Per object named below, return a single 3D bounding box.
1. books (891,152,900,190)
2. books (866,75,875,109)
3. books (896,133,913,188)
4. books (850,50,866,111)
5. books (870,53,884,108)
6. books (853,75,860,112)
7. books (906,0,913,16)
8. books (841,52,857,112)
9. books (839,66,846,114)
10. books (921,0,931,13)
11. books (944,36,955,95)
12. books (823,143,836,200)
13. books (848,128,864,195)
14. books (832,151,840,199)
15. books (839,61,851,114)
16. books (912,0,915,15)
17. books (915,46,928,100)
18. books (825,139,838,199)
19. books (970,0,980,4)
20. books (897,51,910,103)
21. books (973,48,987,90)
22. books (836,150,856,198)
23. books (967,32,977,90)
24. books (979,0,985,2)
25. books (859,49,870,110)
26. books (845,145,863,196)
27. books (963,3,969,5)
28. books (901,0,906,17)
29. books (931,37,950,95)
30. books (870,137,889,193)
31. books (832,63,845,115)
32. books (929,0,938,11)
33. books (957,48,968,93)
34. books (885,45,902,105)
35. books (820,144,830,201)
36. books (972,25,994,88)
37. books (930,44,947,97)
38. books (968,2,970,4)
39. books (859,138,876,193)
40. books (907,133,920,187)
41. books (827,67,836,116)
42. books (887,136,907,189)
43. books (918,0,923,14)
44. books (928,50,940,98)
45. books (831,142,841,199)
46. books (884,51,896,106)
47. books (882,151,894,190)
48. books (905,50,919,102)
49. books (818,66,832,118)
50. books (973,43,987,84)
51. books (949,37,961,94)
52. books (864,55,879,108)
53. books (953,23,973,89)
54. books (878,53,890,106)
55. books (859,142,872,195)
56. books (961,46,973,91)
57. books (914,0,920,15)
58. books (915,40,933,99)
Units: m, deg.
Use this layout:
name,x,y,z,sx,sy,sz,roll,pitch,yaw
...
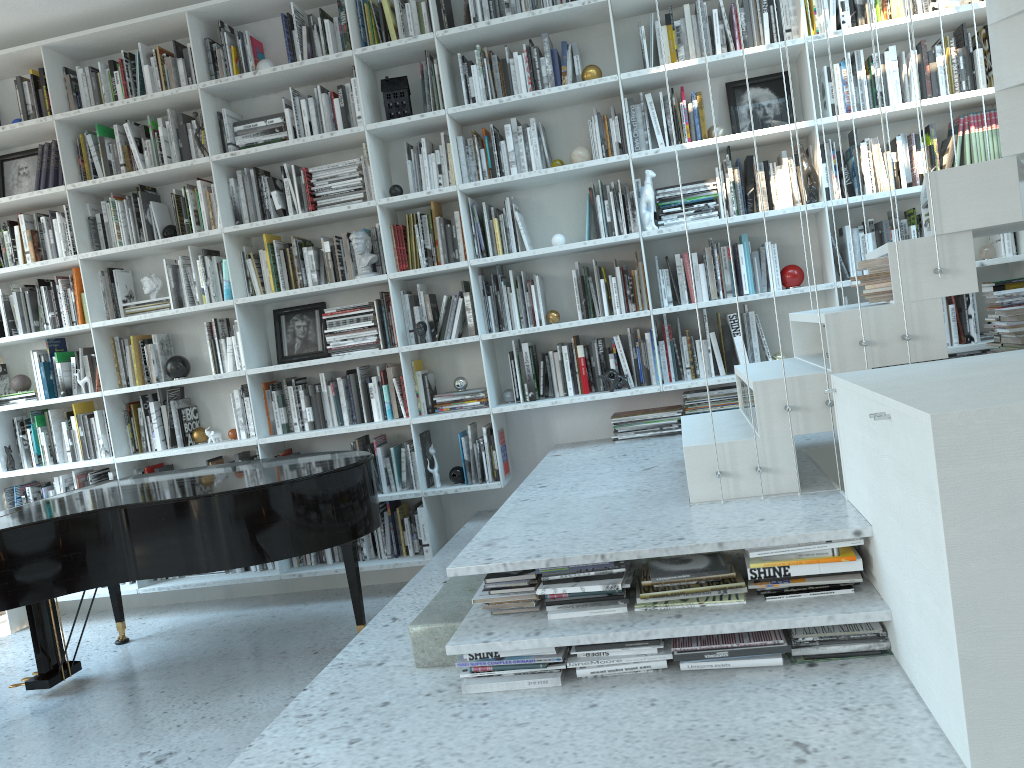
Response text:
name,x,y,z,sx,sy,sz,roll,pitch,yaw
books,1.777,-0.981,4.158,0.030,0.184,0.137,-8,4,11
books,1.658,-1.333,4.146,0.027,0.179,0.156,-8,4,11
books,1.820,-1.024,4.140,0.029,0.259,0.171,-8,4,11
books,1.614,-1.386,4.146,0.022,0.297,0.162,-8,4,11
books,1.688,-1.383,4.131,0.025,0.271,0.152,-8,4,11
books,1.598,-1.332,4.160,0.028,0.192,0.136,-8,4,11
books,1.796,-1.742,4.065,0.023,0.220,0.171,-8,4,11
books,1.565,-1.373,4.130,0.014,0.286,0.185,-8,4,11
books,1.534,-1.346,4.159,0.012,0.239,0.172,-8,4,11
books,1.877,-1.735,4.071,0.034,0.183,0.156,-8,4,11
books,1.980,-1.426,4.063,0.013,0.277,0.187,-8,4,11
books,1.490,-0.988,4.193,0.025,0.277,0.160,-8,4,11
books,1.623,-1.029,4.180,0.012,0.322,0.141,-8,4,11
books,1.522,-0.973,4.204,0.010,0.239,0.147,-8,4,11
books,1.550,-1.357,4.148,0.026,0.256,0.173,-8,4,11
books,1.808,-1.782,4.067,0.010,0.295,0.165,-8,4,11
books,1.868,-1.401,4.089,0.023,0.258,0.183,-8,4,11
books,1.509,-0.999,4.203,0.010,0.293,0.164,-8,4,11
books,2.069,-1.799,4.025,0.029,0.258,0.163,-8,4,11
books,1.810,-1.392,4.115,0.012,0.254,0.160,-8,4,11
books,2.107,-1.402,4.038,0.029,0.195,0.192,-8,4,11
books,1.571,-0.980,4.203,0.066,0.237,0.144,-8,4,11
books,2.083,-1.444,4.055,0.013,0.283,0.149,-8,4,11
books,2.103,-1.798,4.018,0.040,0.247,0.159,-8,4,11
books,1.628,-1.386,4.132,0.012,0.293,0.165,-8,4,11
books,1.609,-0.986,4.168,0.022,0.243,0.170,-8,4,11
books,2.023,-1.770,4.026,0.023,0.214,0.180,-8,4,11
books,1.776,-1.738,4.084,0.024,0.217,0.167,-8,4,11
books,1.968,-1.427,4.069,0.012,0.283,0.151,-8,4,11
books,1.704,-1.009,4.147,0.056,0.262,0.176,-8,4,11
books,1.514,-1.347,4.144,0.023,0.248,0.182,-8,4,11
books,1.895,-1.776,4.044,0.022,0.261,0.160,-8,4,11
books,2.031,-1.400,4.052,0.025,0.212,0.188,-8,4,11
books,1.758,-1.399,4.109,0.030,0.284,0.166,-8,4,11
books,1.466,-0.982,4.199,0.026,0.273,0.158,-8,4,11
books,2.154,-1.458,4.029,0.042,0.292,0.186,-8,4,11
books,1.954,-1.411,4.082,0.025,0.253,0.159,-8,4,11
books,2.049,-1.782,4.045,0.023,0.228,0.131,-8,4,11
books,1.668,-1.006,4.166,0.022,0.266,0.157,-8,4,11
books,1.864,-1.028,4.140,0.012,0.254,0.160,-8,4,11
books,1.495,-1.347,4.176,0.026,0.250,0.160,-8,4,11
books,1.794,-1.014,4.135,0.022,0.247,0.181,-8,4,11
books,1.842,-1.780,4.074,0.024,0.281,0.153,-8,4,11
books,1.931,-1.400,4.098,0.028,0.237,0.145,-8,4,11
books,1.531,-0.995,4.210,0.010,0.279,0.147,-8,4,11
books,1.733,-1.385,4.110,0.022,0.263,0.172,-8,4,11
books,1.747,-0.978,4.142,0.023,0.189,0.169,-8,4,11
books,1.835,-1.390,4.090,0.045,0.245,0.177,-8,4,11
books,1.473,-1.345,4.168,0.012,0.254,0.160,-8,4,11
books,2.136,-1.425,4.066,0.024,0.230,0.130,-8,4,11
books,2.001,-1.424,4.057,0.028,0.268,0.173,-8,4,11
books,1.669,-1.375,4.126,0.013,0.260,0.158,-8,4,11
books,2.069,-1.466,4.064,0.013,0.330,0.140,-8,4,11
books,1.711,-1.380,4.117,0.024,0.259,0.156,-8,4,11
books,1.644,-0.992,4.160,0.026,0.246,0.180,-8,4,11
books,2.056,-1.408,4.057,0.025,0.220,0.177,-8,4,11
books,1.824,-1.741,4.055,0.013,0.213,0.186,-8,4,11
books,1.902,-1.424,4.101,0.024,0.292,0.132,-8,4,11
